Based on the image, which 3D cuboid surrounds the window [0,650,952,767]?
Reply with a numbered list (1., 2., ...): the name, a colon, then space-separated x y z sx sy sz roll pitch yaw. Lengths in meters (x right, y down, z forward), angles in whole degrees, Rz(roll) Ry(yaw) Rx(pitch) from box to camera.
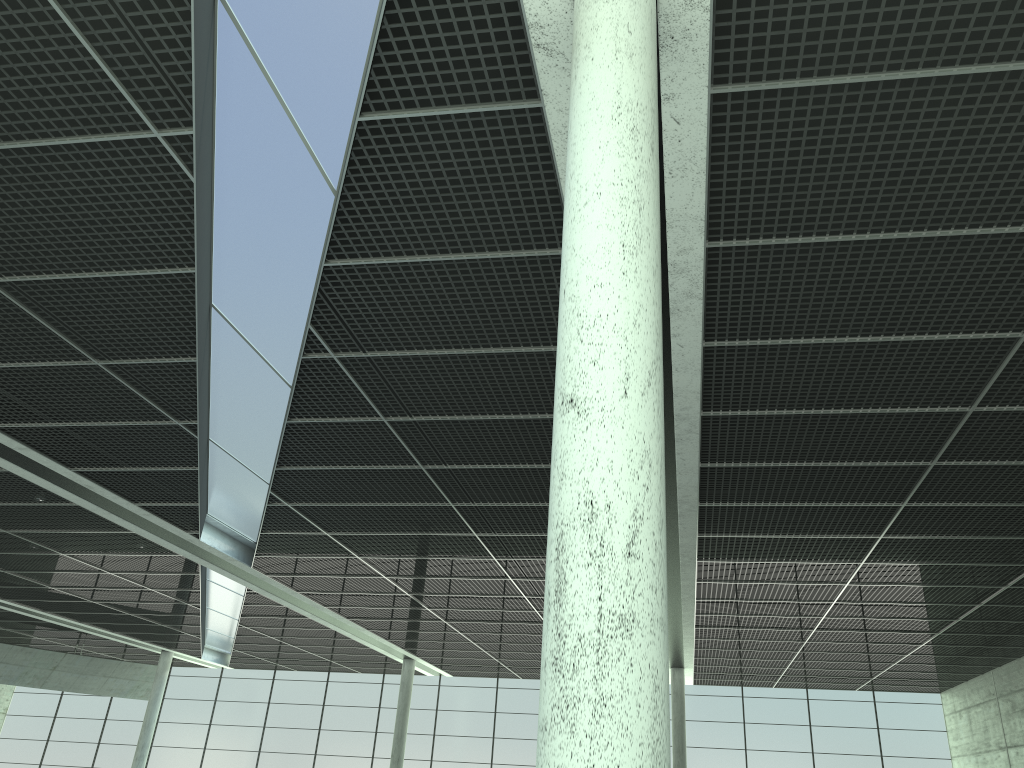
1. window: -16.772 17.269 47.820 99.952 16.085 100.370 -2 -28 10
